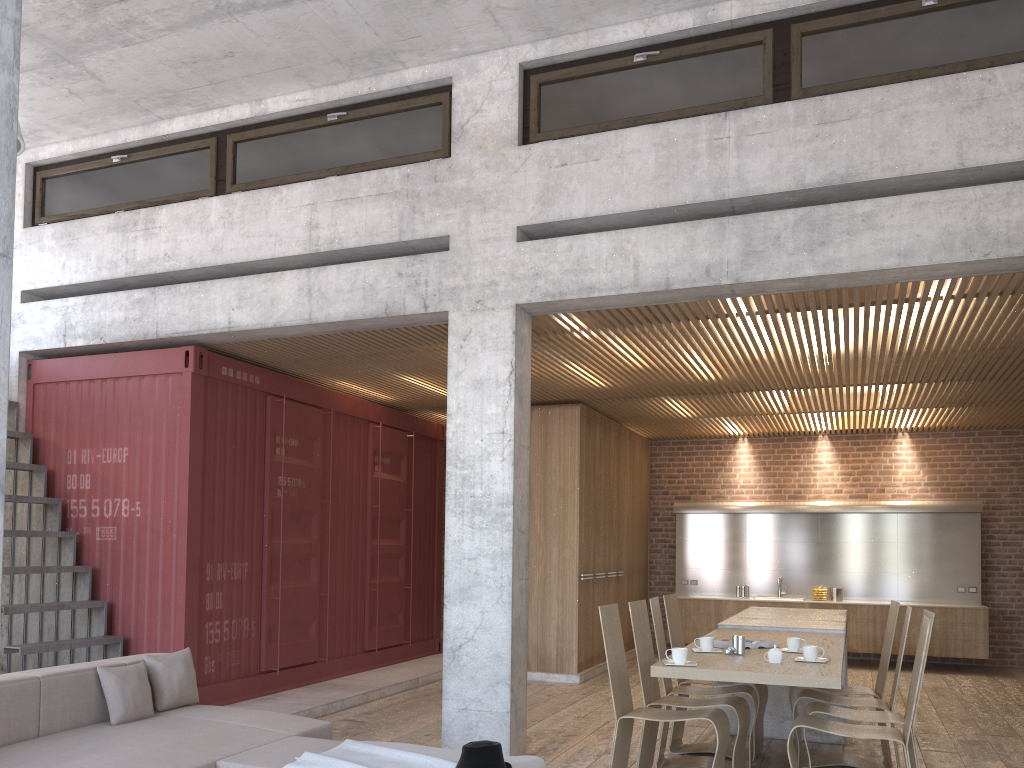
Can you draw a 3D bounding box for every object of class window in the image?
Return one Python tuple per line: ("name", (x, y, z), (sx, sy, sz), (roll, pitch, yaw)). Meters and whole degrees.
("window", (-0.502, -1.937, 6.570), (8.446, 0.604, 0.114), (-3, -4, 21))

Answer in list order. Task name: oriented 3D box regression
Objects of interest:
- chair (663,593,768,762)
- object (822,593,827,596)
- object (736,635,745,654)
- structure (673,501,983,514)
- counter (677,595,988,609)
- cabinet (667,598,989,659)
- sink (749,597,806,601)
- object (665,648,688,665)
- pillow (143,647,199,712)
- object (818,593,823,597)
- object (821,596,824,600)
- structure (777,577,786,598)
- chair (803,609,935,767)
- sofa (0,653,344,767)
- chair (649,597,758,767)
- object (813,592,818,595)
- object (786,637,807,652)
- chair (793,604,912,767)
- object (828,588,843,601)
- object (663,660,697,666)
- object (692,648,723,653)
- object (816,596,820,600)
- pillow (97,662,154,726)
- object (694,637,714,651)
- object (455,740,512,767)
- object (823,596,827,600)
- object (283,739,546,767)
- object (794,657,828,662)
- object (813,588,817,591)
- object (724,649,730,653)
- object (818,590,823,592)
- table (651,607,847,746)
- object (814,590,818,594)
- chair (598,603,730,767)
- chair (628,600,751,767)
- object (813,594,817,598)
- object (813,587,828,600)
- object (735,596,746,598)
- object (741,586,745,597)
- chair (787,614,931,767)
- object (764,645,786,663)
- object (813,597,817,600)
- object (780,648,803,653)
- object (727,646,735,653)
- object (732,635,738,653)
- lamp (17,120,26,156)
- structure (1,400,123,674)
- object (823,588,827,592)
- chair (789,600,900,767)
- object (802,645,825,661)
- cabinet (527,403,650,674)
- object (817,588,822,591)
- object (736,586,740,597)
("chair", (1.543, 2.204, 6.654), (0.723, 1.182, 0.351), (-1, -3, 26))
("object", (4.277, 2.876, 11.998), (0.061, 0.053, 0.054), (-1, -7, 12))
("object", (1.435, 1.636, 5.502), (0.052, 0.111, 0.053), (2, -4, -24))
("structure", (4.335, 1.742, 12.377), (4.082, 0.155, 0.211), (-3, -9, 21))
("counter", (4.237, 3.000, 12.122), (4.082, 0.020, 0.663), (-3, -11, 21))
("cabinet", (4.319, 2.671, 12.332), (4.119, 2.053, 1.087), (-3, -5, 21))
("sink", (3.725, 3.100, 12.282), (0.730, 0.189, 0.530), (-3, -10, 21))
("object", (0.946, 1.552, 4.998), (0.117, 0.087, 0.094), (4, -8, -25))
("pillow", (-2.173, 1.892, 5.627), (0.188, 0.362, 0.366), (-1, -7, 26))
("object", (4.218, 2.889, 11.993), (0.061, 0.054, 0.052), (-4, -8, 35))
("object", (4.268, 2.934, 12.030), (0.061, 0.055, 0.051), (-1, -6, 12))
("structure", (3.831, 2.977, 12.474), (0.115, 0.471, 0.250), (0, -4, 21))
("chair", (2.149, 1.964, 5.334), (0.722, 1.183, 0.352), (-1, -3, 17))
("sofa", (-1.628, 1.848, 4.001), (3.014, 0.776, 3.042), (-3, -11, 21))
("chair", (1.353, 2.113, 6.185), (0.722, 1.183, 0.352), (-1, -3, 18))
("object", (4.183, 2.888, 12.082), (0.062, 0.053, 0.052), (-3, -7, 28))
("object", (1.854, 1.705, 5.733), (0.117, 0.087, 0.094), (1, -7, -5))
("chair", (2.257, 2.060, 5.835), (0.722, 1.183, 0.351), (-1, -3, 21))
("object", (4.491, 2.920, 12.180), (0.191, 0.168, 0.193), (-4, -8, 32))
("object", (0.958, 1.595, 5.002), (0.185, 0.014, 0.188), (-1, -11, 7))
("object", (1.259, 1.724, 5.664), (0.185, 0.014, 0.188), (-1, -11, 7))
("object", (4.191, 2.926, 12.005), (0.064, 0.052, 0.051), (4, -7, -26))
("pillow", (-2.297, 1.856, 5.252), (0.187, 0.354, 0.375), (-1, -7, 21))
("object", (1.247, 1.680, 5.659), (0.117, 0.087, 0.094), (4, -8, -25))
("object", (-0.150, 1.754, 4.092), (0.298, 0.167, 0.307), (-1, -9, 9))
("object", (4.271, 2.921, 11.971), (0.062, 0.051, 0.054), (0, -7, 6))
("object", (-0.306, 2.030, 4.158), (1.605, 0.497, 1.055), (-7, -12, 39))
("object", (1.790, 1.652, 5.242), (0.185, 0.014, 0.188), (-4, -12, 24))
("object", (4.184, 2.847, 12.105), (0.053, 0.051, 0.064), (-1, -7, 14))
("object", (1.361, 1.686, 5.530), (0.050, 0.019, 0.051), (0, -10, 4))
("object", (4.223, 2.839, 11.999), (0.063, 0.052, 0.052), (3, -7, -21))
("table", (2.176, 2.441, 7.139), (1.013, 0.909, 5.265), (-2, -11, 21))
("object", (4.175, 2.856, 12.030), (0.053, 0.051, 0.062), (3, -8, -20))
("chair", (0.913, 1.936, 5.271), (0.723, 1.182, 0.351), (-1, -3, 25))
("chair", (1.155, 2.023, 5.720), (0.723, 1.182, 0.351), (-1, -3, 26))
("object", (4.152, 2.899, 12.015), (0.061, 0.053, 0.053), (-4, -8, 33))
("object", (4.236, 2.879, 12.059), (0.189, 0.172, 0.210), (-2, -8, 21))
("object", (3.279, 2.957, 12.570), (0.144, 0.208, 0.053), (-1, -3, 21))
("object", (3.312, 2.974, 12.557), (0.060, 0.158, 0.060), (-2, -4, 37))
("chair", (1.921, 1.876, 4.879), (0.722, 1.183, 0.351), (-1, -3, 21))
("object", (1.541, 1.582, 5.136), (0.122, 0.110, 0.090), (-1, -6, 12))
("object", (4.179, 2.935, 12.062), (0.074, 0.062, 0.064), (2, -7, -13))
("object", (1.846, 1.743, 5.727), (0.186, 0.014, 0.187), (-6, -13, 34))
("object", (1.377, 1.670, 5.512), (0.051, 0.045, 0.051), (-5, -9, 39))
("object", (1.421, 1.648, 5.559), (0.052, 0.108, 0.053), (2, -4, -24))
("lamp", (-3.132, 0.432, 3.523), (2.628, 3.392, 0.761), (0, -3, 9))
("structure", (-5.173, 0.531, 6.231), (3.039, 4.267, 3.728), (-1, -6, 21))
("object", (4.288, 2.830, 12.017), (0.059, 0.059, 0.051), (5, -7, -34))
("chair", (2.384, 2.154, 6.328), (0.722, 1.183, 0.352), (0, -3, 15))
("object", (1.797, 1.614, 5.250), (0.117, 0.087, 0.094), (3, -7, -14))
("cabinet", (0.770, 2.134, 12.054), (1.518, 3.090, 3.807), (-1, -7, 21))
("object", (4.231, 2.838, 12.069), (0.063, 0.053, 0.051), (5, -8, -32))
("object", (3.246, 2.978, 12.582), (0.060, 0.158, 0.060), (-2, -4, 37))
